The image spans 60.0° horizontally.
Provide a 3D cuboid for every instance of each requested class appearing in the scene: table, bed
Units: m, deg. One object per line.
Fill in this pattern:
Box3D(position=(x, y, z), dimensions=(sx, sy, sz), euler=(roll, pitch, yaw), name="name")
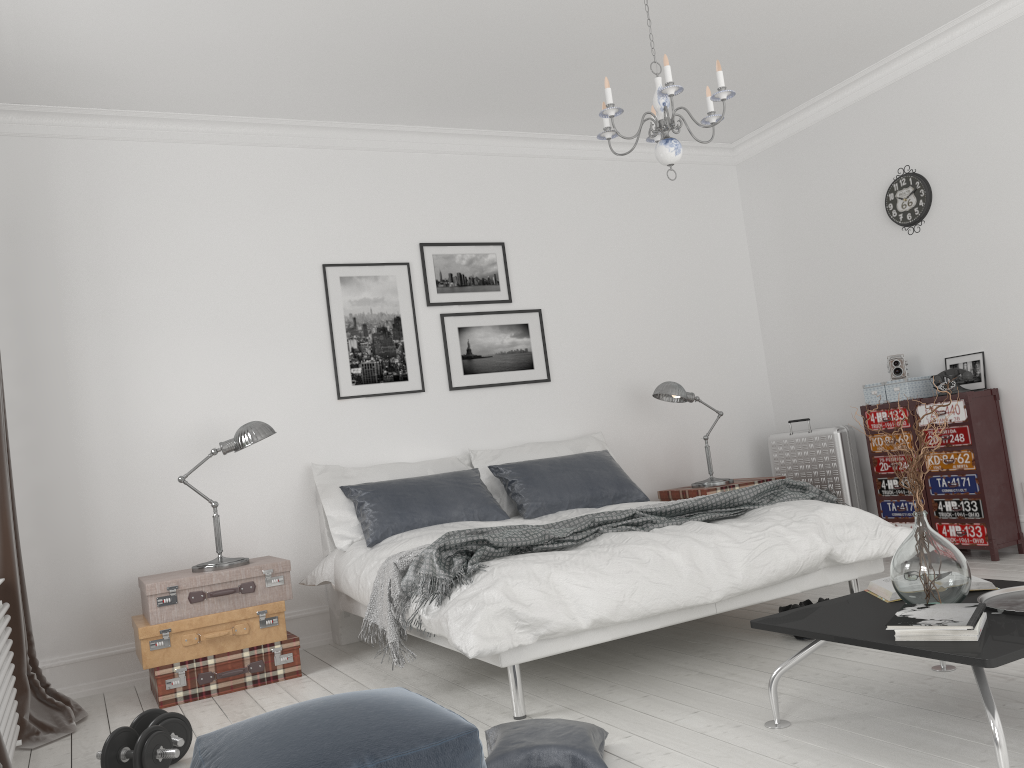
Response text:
Box3D(position=(1.287, 0.801, 2.546), dimensions=(0.833, 0.313, 0.824), euler=(-5, -5, -27), name="table")
Box3D(position=(0.280, 0.768, 4.350), dimensions=(2.217, 0.926, 2.473), euler=(-5, -5, -26), name="bed")

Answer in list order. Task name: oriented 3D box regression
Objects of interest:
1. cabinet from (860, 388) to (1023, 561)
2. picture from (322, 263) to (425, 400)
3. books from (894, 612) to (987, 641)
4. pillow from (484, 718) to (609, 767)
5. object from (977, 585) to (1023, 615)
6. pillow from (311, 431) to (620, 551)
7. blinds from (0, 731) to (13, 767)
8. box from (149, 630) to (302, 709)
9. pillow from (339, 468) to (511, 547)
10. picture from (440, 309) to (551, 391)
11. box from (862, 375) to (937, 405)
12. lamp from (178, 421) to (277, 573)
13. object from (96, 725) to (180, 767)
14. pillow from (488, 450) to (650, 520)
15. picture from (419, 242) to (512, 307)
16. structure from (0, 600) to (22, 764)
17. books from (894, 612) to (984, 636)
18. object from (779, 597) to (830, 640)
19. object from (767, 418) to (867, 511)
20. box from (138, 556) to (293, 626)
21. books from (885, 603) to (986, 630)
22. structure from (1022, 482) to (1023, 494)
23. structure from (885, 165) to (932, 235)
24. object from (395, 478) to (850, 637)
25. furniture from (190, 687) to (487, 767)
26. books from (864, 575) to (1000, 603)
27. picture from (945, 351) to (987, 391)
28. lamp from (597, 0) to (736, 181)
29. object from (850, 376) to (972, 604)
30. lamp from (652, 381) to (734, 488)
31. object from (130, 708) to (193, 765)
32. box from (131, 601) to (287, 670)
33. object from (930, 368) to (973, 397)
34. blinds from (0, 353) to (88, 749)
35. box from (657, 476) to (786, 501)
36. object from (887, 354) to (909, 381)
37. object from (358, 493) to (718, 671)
Box3D(position=(2.526, 0.544, 5.262), dimensions=(0.281, 0.942, 0.762), euler=(-5, -5, -27), name="cabinet")
Box3D(position=(-0.829, -0.330, 5.345), dimensions=(0.545, 0.810, 0.015), euler=(-5, -5, -27), name="picture")
Box3D(position=(1.134, 0.639, 2.340), dimensions=(0.191, 0.014, 0.259), euler=(-10, -5, 32), name="books")
Box3D(position=(0.091, 1.047, 2.538), dimensions=(0.381, 0.121, 0.391), euler=(-8, -5, 3), name="pillow")
Box3D(position=(1.418, 0.642, 2.516), dimensions=(0.622, 0.063, 0.395), euler=(-9, -5, 22), name="object")
Box3D(position=(-0.156, 0.599, 5.219), dimensions=(1.965, 0.529, 0.465), euler=(-5, -5, -28), name="pillow")
Box3D(position=(-1.470, -0.052, 2.433), dimensions=(0.294, 2.681, 0.582), euler=(-6, -5, -20), name="blinds")
Box3D(position=(-1.398, 1.357, 4.296), dimensions=(0.647, 0.185, 0.537), euler=(-5, -5, -27), name="box")
Box3D(position=(-0.465, 0.660, 4.821), dimensions=(0.837, 0.329, 0.405), euler=(-5, -5, -27), name="pillow")
Box3D(position=(-0.098, -0.227, 5.693), dimensions=(0.720, 0.486, 0.015), euler=(-5, -5, -27), name="picture")
Box3D(position=(2.385, 0.042, 5.466), dimensions=(0.242, 0.131, 0.332), euler=(-5, -5, -27), name="box")
Box3D(position=(-1.393, 0.547, 4.410), dimensions=(0.488, 0.699, 0.269), euler=(-5, -5, -27), name="lamp")
Box3D(position=(-1.251, 1.237, 2.963), dimensions=(0.326, 0.179, 0.179), euler=(-9, -5, 18), name="object")
Box3D(position=(0.333, 0.587, 5.216), dimensions=(0.842, 0.339, 0.405), euler=(-5, -5, -27), name="pillow")
Box3D(position=(-0.290, -0.705, 5.667), dimensions=(0.592, 0.403, 0.015), euler=(-5, -5, -27), name="picture")
Box3D(position=(-1.816, 1.127, 3.092), dimensions=(0.114, 0.670, 0.887), euler=(-5, -5, -27), name="structure")
Box3D(position=(1.129, 0.625, 2.338), dimensions=(0.191, 0.014, 0.254), euler=(-10, -5, 30), name="books")
Box3D(position=(1.302, 0.992, 3.786), dimensions=(0.322, 0.127, 0.300), euler=(-5, -5, -27), name="object")
Box3D(position=(2.074, 0.685, 6.088), dimensions=(0.208, 0.902, 0.647), euler=(-4, -6, -37), name="object")
Box3D(position=(-1.447, 0.994, 4.319), dimensions=(0.647, 0.185, 0.537), euler=(-5, -5, -27), name="box")
Box3D(position=(1.123, 0.613, 2.344), dimensions=(0.207, 0.012, 0.257), euler=(-10, -5, 34), name="books")
Box3D(position=(2.877, 0.616, 4.928), dimensions=(0.009, 0.140, 0.070), euler=(-5, -5, -27), name="structure")
Box3D(position=(2.431, -1.133, 5.462), dimensions=(0.043, 0.427, 0.330), euler=(-5, -5, -27), name="structure")
Box3D(position=(0.574, 0.695, 3.781), dimensions=(2.154, 0.377, 0.536), euler=(-5, -5, -24), name="object")
Box3D(position=(-0.383, 0.917, 1.944), dimensions=(0.646, 0.423, 0.646), euler=(-5, -5, -26), name="furniture")
Box3D(position=(1.333, 0.641, 2.839), dimensions=(0.342, 0.040, 0.231), euler=(-8, -5, 5), name="books")
Box3D(position=(2.660, -0.063, 5.204), dimensions=(0.037, 0.218, 0.254), euler=(-5, -5, -27), name="picture")
Box3D(position=(0.565, -1.360, 3.555), dimensions=(0.594, 1.123, 0.528), euler=(-5, -5, -27), name="lamp")
Box3D(position=(1.158, 0.323, 2.546), dimensions=(0.313, 0.666, 0.291), euler=(-10, -5, 26), name="object")
Box3D(position=(1.175, 0.316, 5.713), dimensions=(0.488, 0.699, 0.269), euler=(-5, -5, -27), name="lamp")
Box3D(position=(-1.250, 1.252, 3.146), dimensions=(0.326, 0.179, 0.179), euler=(-12, -6, 43), name="object")
Box3D(position=(-1.465, 1.179, 4.284), dimensions=(0.647, 0.185, 0.537), euler=(-5, -5, -27), name="box")
Box3D(position=(2.548, -0.010, 5.145), dimensions=(0.181, 0.155, 0.216), euler=(-8, -5, 3), name="object")
Box3D(position=(-2.207, 0.169, 3.992), dimensions=(0.327, 2.680, 0.779), euler=(-5, -5, -32), name="blinds")
Box3D(position=(1.377, 0.740, 5.763), dimensions=(0.647, 0.185, 0.537), euler=(-5, -5, -27), name="box")
Box3D(position=(2.377, -0.103, 5.464), dimensions=(0.121, 0.157, 0.117), euler=(-9, -5, 22), name="object")
Box3D(position=(0.406, 0.848, 4.094), dimensions=(2.236, 0.500, 0.521), euler=(-5, -5, -24), name="object")
